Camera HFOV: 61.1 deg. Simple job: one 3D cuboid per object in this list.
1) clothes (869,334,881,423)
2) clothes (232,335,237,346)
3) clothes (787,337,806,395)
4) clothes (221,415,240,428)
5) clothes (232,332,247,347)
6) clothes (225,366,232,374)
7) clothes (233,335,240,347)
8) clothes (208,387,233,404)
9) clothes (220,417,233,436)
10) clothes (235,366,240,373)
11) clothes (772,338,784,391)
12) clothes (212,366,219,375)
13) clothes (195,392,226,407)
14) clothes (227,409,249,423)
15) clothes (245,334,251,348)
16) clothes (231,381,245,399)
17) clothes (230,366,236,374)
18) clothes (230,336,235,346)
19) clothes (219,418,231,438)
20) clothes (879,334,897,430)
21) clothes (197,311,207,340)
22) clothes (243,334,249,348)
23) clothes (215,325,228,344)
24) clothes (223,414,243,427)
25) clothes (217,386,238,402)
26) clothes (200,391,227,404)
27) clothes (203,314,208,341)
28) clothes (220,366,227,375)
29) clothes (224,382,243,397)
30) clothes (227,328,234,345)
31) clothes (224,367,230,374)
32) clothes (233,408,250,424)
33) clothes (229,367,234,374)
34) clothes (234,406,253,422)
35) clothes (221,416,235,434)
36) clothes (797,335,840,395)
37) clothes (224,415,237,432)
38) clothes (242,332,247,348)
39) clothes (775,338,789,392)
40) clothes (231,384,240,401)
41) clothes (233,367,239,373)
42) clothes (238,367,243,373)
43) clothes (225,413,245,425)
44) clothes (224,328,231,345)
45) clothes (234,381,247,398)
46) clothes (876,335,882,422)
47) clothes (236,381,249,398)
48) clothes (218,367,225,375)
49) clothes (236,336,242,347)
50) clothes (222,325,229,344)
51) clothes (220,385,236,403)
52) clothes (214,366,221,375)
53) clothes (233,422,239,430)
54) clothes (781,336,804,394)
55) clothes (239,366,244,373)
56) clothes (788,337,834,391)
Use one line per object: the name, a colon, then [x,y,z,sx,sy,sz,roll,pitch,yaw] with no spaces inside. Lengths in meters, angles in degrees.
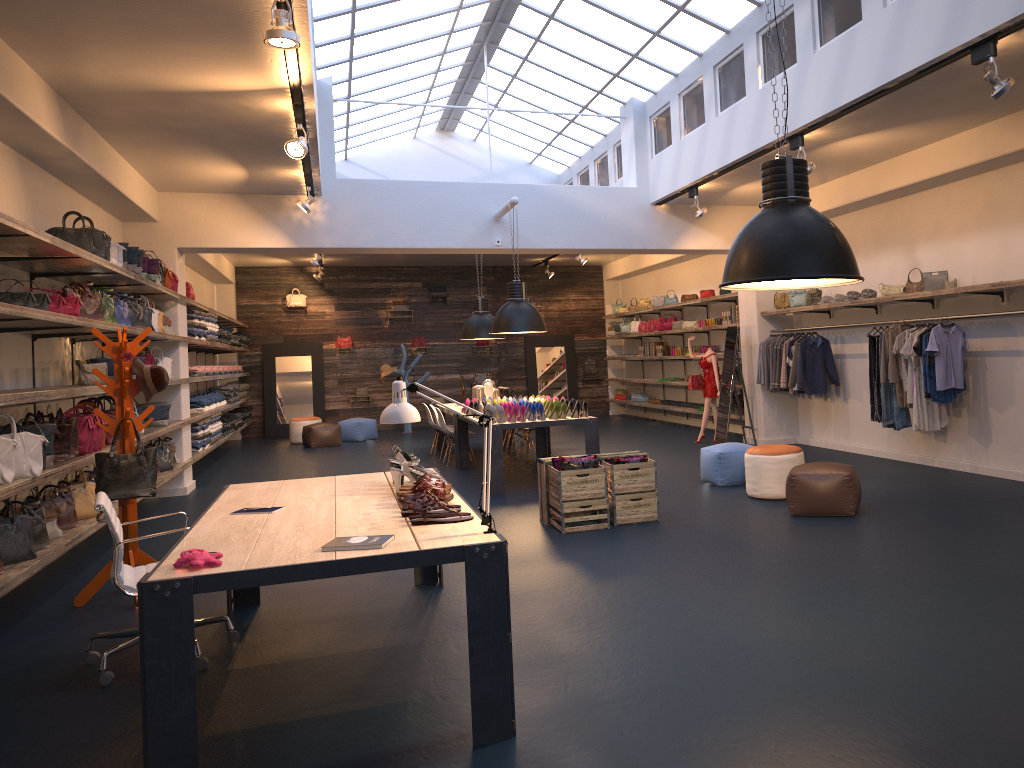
clothes: [4.314,-0.064,10.277,0.242,1.049,0.140,-2,-2,-18]
clothes: [-5.048,-0.779,15.191,0.439,0.252,0.328,-3,1,-18]
clothes: [4.000,-0.256,11.890,0.594,0.796,0.117,-2,-2,-18]
clothes: [-4.981,0.666,15.149,0.439,0.252,0.328,-3,1,-18]
clothes: [-5.205,-0.829,16.339,0.386,0.299,0.312,-2,0,-13]
clothes: [-5.009,-0.238,14.962,0.338,0.155,0.331,-3,1,-21]
clothes: [-5.129,-0.787,15.581,0.426,0.252,0.339,-2,1,-7]
clothes: [-4.731,0.189,14.123,0.399,0.303,0.327,-2,0,-27]
clothes: [-4.623,0.673,13.718,0.391,0.299,0.299,-2,0,-27]
clothes: [-5.293,-0.269,16.353,0.338,0.155,0.331,-3,1,-21]
clothes: [3.922,-0.276,12.205,0.689,0.755,0.122,-2,-1,-17]
clothes: [-4.688,-0.194,13.271,0.350,0.159,0.320,-2,1,5]
clothes: [-4.672,0.246,13.296,0.427,0.241,0.426,-2,1,0]
clothes: [-5.138,0.616,16.296,0.386,0.299,0.312,-2,0,-13]
clothes: [-5.404,-0.849,17.256,0.364,0.299,0.296,-2,0,-10]
clothes: [-5.209,0.118,16.263,0.348,0.342,0.380,-2,0,-8]
clothes: [-5.147,-0.253,15.639,0.338,0.155,0.331,-3,1,-21]
clothes: [-4.973,-0.771,14.819,0.426,0.252,0.339,-2,1,-7]
clothes: [-4.550,0.679,13.416,0.386,0.299,0.312,-2,0,-13]
clothes: [4.332,-0.033,9.998,0.250,1.138,0.143,-1,-2,-36]
clothes: [-4.239,-0.777,11.582,0.262,0.411,0.309,-2,0,-8]
clothes: [-5.341,-0.842,16.948,0.370,0.299,0.291,-2,0,-16]
clothes: [-4.617,-0.766,13.458,0.386,0.299,0.312,-2,0,-13]
clothes: [-5.062,0.658,15.539,0.426,0.252,0.339,-2,1,-7]
clothes: [-4.883,0.173,14.864,0.399,0.303,0.327,-2,0,-27]
clothes: [-4.748,0.238,13.673,0.446,0.241,0.407,-3,1,-16]
clothes: [-4.328,-0.783,11.883,0.262,0.411,0.309,-2,0,-8]
clothes: [-4.867,-0.223,14.269,0.338,0.155,0.331,-3,1,-21]
clothes: [-5.124,0.127,15.849,0.348,0.342,0.380,-2,0,-8]
clothes: [-4.816,-0.786,14.375,0.364,0.299,0.296,-2,0,-10]
clothes: [-4.967,-0.224,14.640,0.350,0.159,0.320,-2,1,5]
clothes: [-5.211,0.610,16.599,0.390,0.299,0.299,-2,0,-27]
clothes: [-5.106,-0.239,15.317,0.350,0.159,0.320,-2,1,5]
clothes: [-5.309,0.600,17.062,0.381,0.299,0.619,-2,1,-12]
clothes: [-4.686,0.666,14.025,0.370,0.299,0.291,-2,0,-16]
clothes: [4.067,-0.258,11.584,0.711,0.798,0.165,-2,-1,-19]
clothes: [-4.749,0.660,14.333,0.364,0.299,0.296,-2,0,-10]
clothes: [-5.278,-0.835,16.641,0.391,0.299,0.299,-2,0,-27]
clothes: [3.941,-0.274,12.113,0.689,0.755,0.122,-2,-1,-17]
clothes: [-4.966,0.158,15.216,0.416,0.318,0.333,-2,0,-29]
clothes: [-5.251,-0.254,16.032,0.350,0.159,0.320,-2,1,5]
clothes: [-5.390,-0.269,16.708,0.350,0.159,0.320,-2,1,5]
clothes: [-5.137,0.650,15.912,0.439,0.252,0.328,-3,1,-18]
clothes: [-4.753,-0.779,14.067,0.370,0.299,0.291,-2,0,-16]
clothes: [-5.293,0.109,16.677,0.348,0.342,0.380,-2,0,-8]
clothes: [4.358,-0.057,10.136,0.242,1.049,0.140,-2,-2,-18]
clothes: [-5.378,0.100,17.091,0.348,0.342,0.380,-2,0,-8]
clothes: [-4.826,-0.209,13.948,0.350,0.159,0.320,-2,1,5]
clothes: [-5.204,-0.795,15.954,0.439,0.252,0.328,-3,1,-18]
clothes: [-4.690,-0.772,13.760,0.391,0.299,0.299,-2,0,-27]
clothes: [-4.814,0.174,14.475,0.416,0.318,0.333,-2,0,-29]
clothes: [-4.729,-0.208,13.593,0.338,0.155,0.331,-3,1,-21]
clothes: [-4.907,0.675,14.776,0.426,0.252,0.339,-2,1,-7]
clothes: [3.981,-0.268,11.993,0.711,0.798,0.165,-2,-1,-19]
clothes: [-5.431,-0.284,17.030,0.338,0.155,0.331,-3,1,-21]
clothes: [4.036,-0.271,11.735,0.742,0.736,0.163,-2,-1,-20]
